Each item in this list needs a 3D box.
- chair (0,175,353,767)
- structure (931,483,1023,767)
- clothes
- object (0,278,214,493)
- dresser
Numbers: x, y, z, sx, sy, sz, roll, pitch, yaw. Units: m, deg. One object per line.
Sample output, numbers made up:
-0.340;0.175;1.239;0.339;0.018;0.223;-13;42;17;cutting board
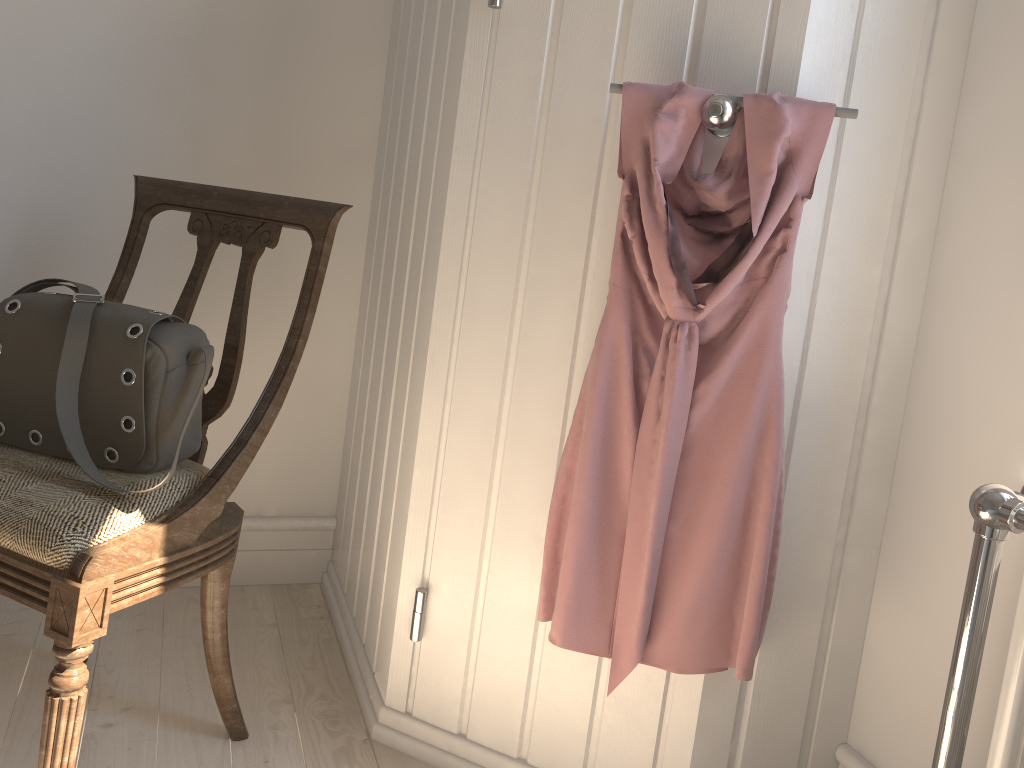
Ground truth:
-0.630;0.129;1.349;0.524;0.882;0.540;11;8;23;chair
0.728;0.554;0.646;0.165;0.674;1.085;5;10;-21;structure
0.238;0.022;1.240;0.330;0.868;0.093;8;6;9;clothes
-0.590;-0.011;1.275;0.403;0.246;0.214;12;9;23;object
0.192;-0.669;1.589;0.699;2.558;1.039;5;7;-21;dresser
